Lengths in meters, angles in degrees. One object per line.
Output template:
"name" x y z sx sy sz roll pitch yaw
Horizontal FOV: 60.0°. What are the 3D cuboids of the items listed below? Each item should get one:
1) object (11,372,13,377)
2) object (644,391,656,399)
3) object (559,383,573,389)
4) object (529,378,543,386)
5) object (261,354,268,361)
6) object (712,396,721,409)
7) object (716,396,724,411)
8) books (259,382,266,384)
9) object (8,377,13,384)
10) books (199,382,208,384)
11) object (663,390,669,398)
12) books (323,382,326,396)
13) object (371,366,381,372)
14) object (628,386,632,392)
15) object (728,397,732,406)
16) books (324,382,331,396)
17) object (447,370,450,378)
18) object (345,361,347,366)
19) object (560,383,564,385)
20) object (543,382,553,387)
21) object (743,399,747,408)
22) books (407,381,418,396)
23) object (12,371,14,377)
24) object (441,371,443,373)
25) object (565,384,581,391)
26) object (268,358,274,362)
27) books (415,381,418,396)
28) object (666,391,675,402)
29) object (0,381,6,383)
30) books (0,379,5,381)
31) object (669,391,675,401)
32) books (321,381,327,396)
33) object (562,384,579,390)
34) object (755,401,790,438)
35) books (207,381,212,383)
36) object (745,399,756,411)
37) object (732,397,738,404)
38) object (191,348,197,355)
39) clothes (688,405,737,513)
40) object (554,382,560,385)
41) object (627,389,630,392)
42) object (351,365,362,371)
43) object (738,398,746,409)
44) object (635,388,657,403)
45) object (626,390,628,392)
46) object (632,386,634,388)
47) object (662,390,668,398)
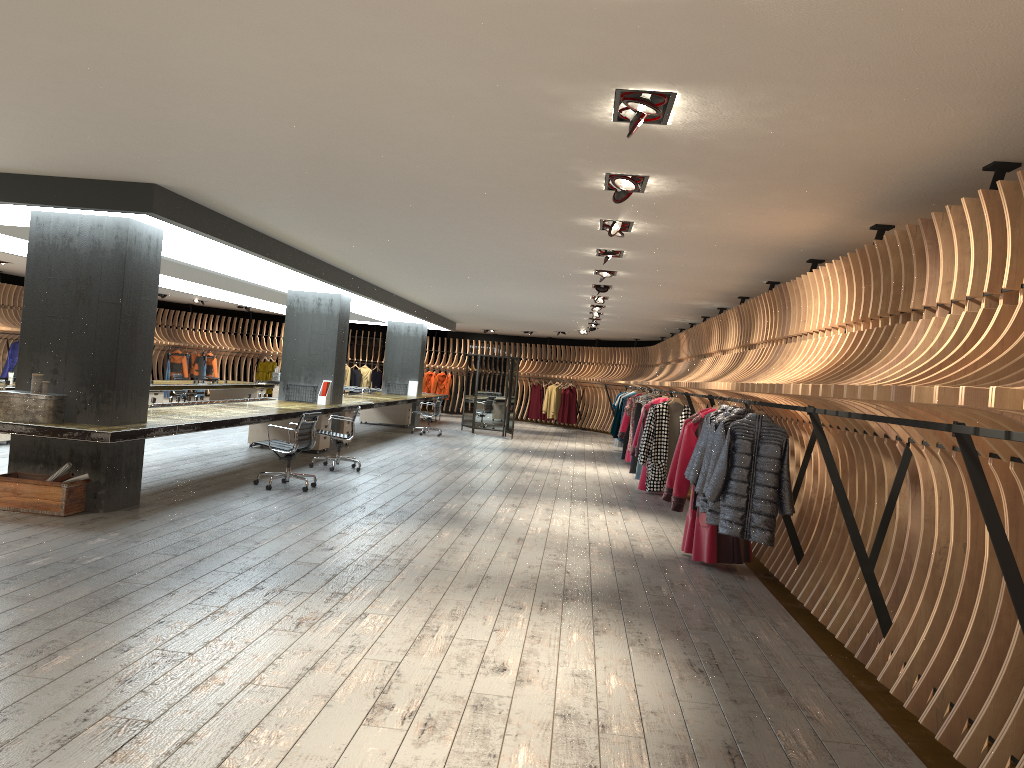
"object" -6.930 -0.091 12.277 0.030 0.170 0.007 5 0 -2
"object" 2.346 0.207 15.047 0.525 0.270 0.012 5 0 44
"object" 1.654 0.027 26.432 0.525 0.270 0.012 5 0 -21
"object" 0.764 -0.060 27.430 0.525 0.270 0.012 5 0 4
"object" -7.730 -0.793 27.770 0.525 0.270 0.012 5 0 34
"object" 1.802 0.238 7.764 0.525 0.270 0.012 5 0 34
"object" 1.787 0.250 7.491 0.523 0.291 0.015 5 0 15
"books" -5.958 -0.028 21.194 0.155 0.025 0.110 5 1 -1
"object" -6.949 -0.048 12.289 0.062 0.111 0.061 5 0 38
"books" -6.213 -0.014 17.825 0.155 0.025 0.110 5 1 -1
"object" 2.172 0.221 12.565 0.525 0.270 0.012 5 0 24
"books" -2.983 0.144 14.182 0.048 0.368 0.215 5 0 4
"object" -4.445 -0.530 29.124 0.012 0.270 0.525 5 0 29
"object" 2.737 0.190 20.468 0.524 0.289 0.015 5 0 15
"object" 1.742 0.215 7.084 0.010 0.226 0.440 5 0 -36
"books" -2.961 0.146 14.180 0.048 0.368 0.215 5 0 4
"object" -2.057 -0.320 28.967 0.012 0.270 0.525 5 0 -16
"object" -5.418 -0.608 28.940 0.012 0.270 0.525 5 0 -41
"object" 1.505 0.009 26.619 0.012 0.270 0.525 5 0 44
"object" 1.182 -0.020 27.033 0.525 0.270 0.012 5 0 -31
"object" 1.675 0.220 6.397 0.440 0.226 0.010 5 0 29
"books" -2.425 0.116 21.658 0.215 0.368 0.073 5 0 5
"object" -6.926 -0.091 12.286 0.030 0.170 0.007 5 0 -29
"object" -2.279 -0.340 29.019 0.012 0.270 0.525 5 0 34
"object" 1.801 0.042 26.216 0.525 0.270 0.012 5 0 -21
"object" -7.590 -0.782 27.887 0.525 0.270 0.012 5 0 34
"books" -2.423 0.116 21.686 0.215 0.368 0.075 5 0 5
"object" 2.088 0.224 11.508 0.525 0.270 0.012 5 0 24
"object" -7.253 -0.035 12.487 0.213 0.019 0.219 5 1 -11
"books" -7.276 -0.057 12.526 0.186 0.027 0.112 5 1 -11
"object" 2.034 0.223 11.186 0.525 0.270 0.012 5 0 4
"books" -3.005 0.142 14.183 0.048 0.368 0.215 5 0 4
"object" 1.751 0.037 26.303 0.525 0.270 0.012 5 0 4
"object" 1.653 0.223 5.911 0.440 0.226 0.010 5 0 44
"books" -6.552 -0.049 19.033 0.213 0.026 0.366 5 1 5
"object" 1.695 0.230 6.275 0.438 0.244 0.010 5 0 4
"object" 1.725 0.216 6.848 0.440 0.226 0.010 5 0 -6
"object" -9.300 -0.910 25.988 0.525 0.270 0.012 5 0 24
"clothes" 1.628 0.587 6.811 0.501 0.854 0.245 5 0 -11
"object" 1.375 -0.005 26.799 0.525 0.270 0.012 5 0 4
"object" 2.807 0.182 21.078 0.525 0.270 0.012 5 0 19
"object" -5.119 -0.583 28.999 0.525 0.270 0.012 5 0 29
"object" 1.717 0.224 6.552 0.439 0.242 0.016 5 0 30
"object" 2.338 0.208 14.834 0.525 0.270 0.012 5 0 4
"object" 2.810 0.181 21.215 0.525 0.270 0.012 5 0 -6
"object" 2.733 0.184 20.054 0.525 0.270 0.012 5 0 -11
"object" 2.112 0.219 12.247 0.525 0.270 0.012 5 0 34
